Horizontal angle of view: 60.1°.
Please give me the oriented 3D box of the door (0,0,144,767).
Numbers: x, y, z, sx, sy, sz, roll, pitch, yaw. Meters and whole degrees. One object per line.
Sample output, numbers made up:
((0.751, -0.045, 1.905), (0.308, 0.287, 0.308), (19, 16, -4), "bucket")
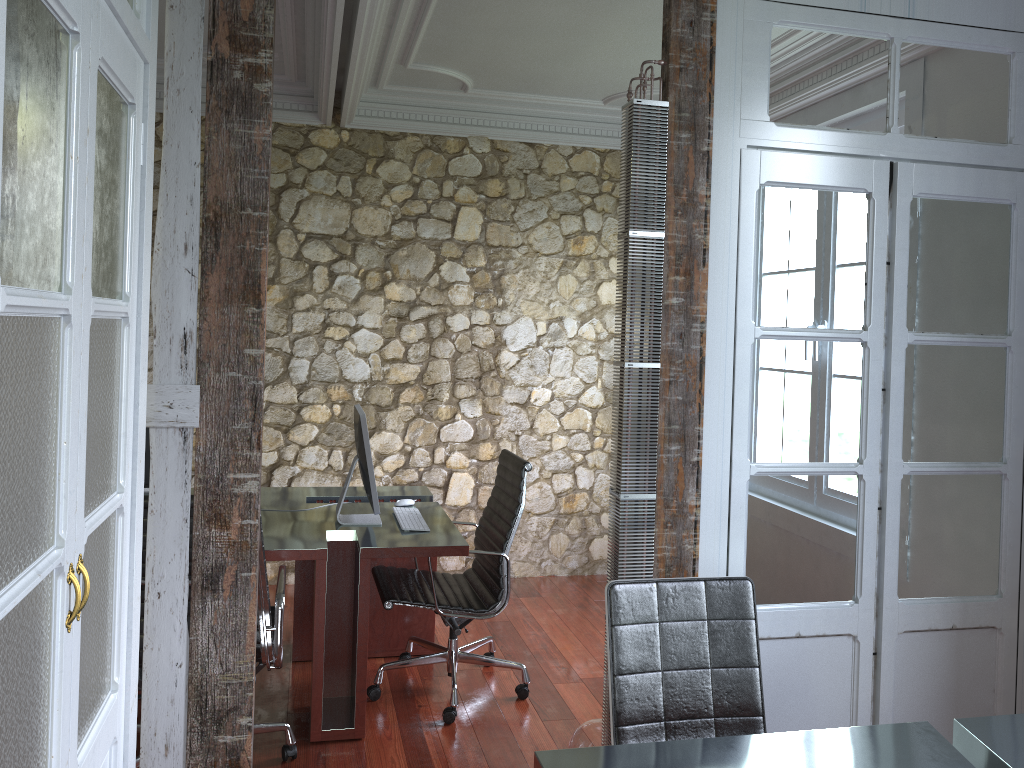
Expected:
((-0.805, 0.362, 1.590), (0.041, 2.179, 1.059), (2, 1, -13), "door")

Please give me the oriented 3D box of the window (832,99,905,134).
((1.583, -0.320, 4.524), (0.127, 1.984, 1.529), (2, 1, -13), "window")

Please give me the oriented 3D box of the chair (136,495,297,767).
((-1.074, 0.844, 3.087), (0.665, 1.022, 0.700), (1, 1, -19), "chair")

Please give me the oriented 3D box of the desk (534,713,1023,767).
((0.933, 1.199, 1.265), (1.445, 0.653, 1.715), (1, 3, -13), "desk")

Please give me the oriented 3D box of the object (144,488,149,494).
((-1.934, 0.514, 4.276), (0.439, 0.017, 0.119), (1, 3, -13), "object")

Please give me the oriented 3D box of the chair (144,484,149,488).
((-2.035, 0.733, 4.417), (0.665, 1.022, 0.700), (1, 1, -17), "chair")

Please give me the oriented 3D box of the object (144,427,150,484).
((-1.902, 0.295, 4.053), (0.483, 0.485, 0.190), (1, 1, -13), "object")

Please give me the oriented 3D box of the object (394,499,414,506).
((-0.510, 0.559, 4.185), (0.106, 0.028, 0.059), (-1, 4, -44), "object")

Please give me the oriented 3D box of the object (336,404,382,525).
((-0.659, 0.349, 3.838), (0.189, 0.485, 0.484), (2, 2, -13), "object")

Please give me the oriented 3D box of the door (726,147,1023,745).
((1.203, 0.349, 2.904), (1.160, 2.181, 0.041), (2, 0, -13), "door")

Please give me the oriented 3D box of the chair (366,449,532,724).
((-0.266, 0.824, 3.851), (0.699, 1.022, 0.666), (2, 1, -9), "chair")

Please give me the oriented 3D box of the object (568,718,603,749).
((0.295, 1.299, 2.924), (0.220, 0.383, 0.235), (1, 1, -35), "object")

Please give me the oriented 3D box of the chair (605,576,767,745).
((0.505, 1.005, 2.136), (0.475, 0.919, 0.602), (2, 1, -13), "chair")

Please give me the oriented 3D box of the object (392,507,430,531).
((-0.444, 0.587, 3.864), (0.118, 0.017, 0.440), (1, 4, -13), "object")

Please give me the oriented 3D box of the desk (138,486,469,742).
((-1.544, 0.928, 3.811), (2.506, 0.727, 1.303), (1, 3, -13), "desk")
